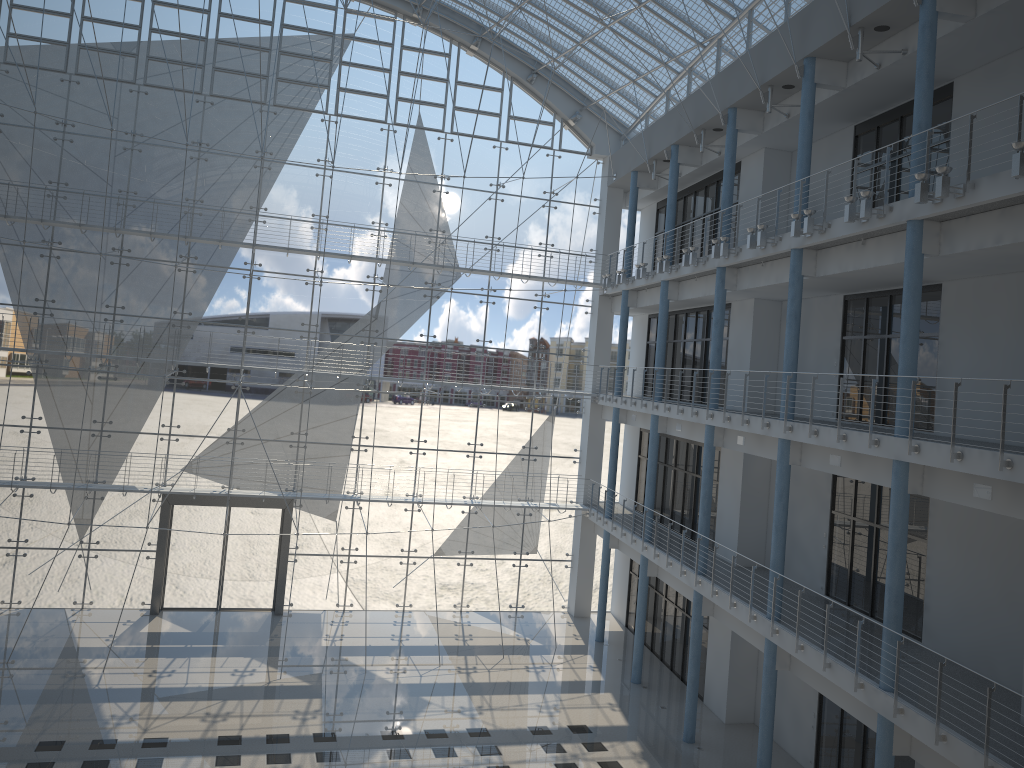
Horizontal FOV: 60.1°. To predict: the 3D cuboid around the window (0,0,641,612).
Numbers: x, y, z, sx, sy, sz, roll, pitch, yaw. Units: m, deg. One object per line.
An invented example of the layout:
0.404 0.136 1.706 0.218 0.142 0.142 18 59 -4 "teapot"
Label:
-1.189 -0.424 3.835 3.841 2.783 0.010 5 -3 -16 "window"
